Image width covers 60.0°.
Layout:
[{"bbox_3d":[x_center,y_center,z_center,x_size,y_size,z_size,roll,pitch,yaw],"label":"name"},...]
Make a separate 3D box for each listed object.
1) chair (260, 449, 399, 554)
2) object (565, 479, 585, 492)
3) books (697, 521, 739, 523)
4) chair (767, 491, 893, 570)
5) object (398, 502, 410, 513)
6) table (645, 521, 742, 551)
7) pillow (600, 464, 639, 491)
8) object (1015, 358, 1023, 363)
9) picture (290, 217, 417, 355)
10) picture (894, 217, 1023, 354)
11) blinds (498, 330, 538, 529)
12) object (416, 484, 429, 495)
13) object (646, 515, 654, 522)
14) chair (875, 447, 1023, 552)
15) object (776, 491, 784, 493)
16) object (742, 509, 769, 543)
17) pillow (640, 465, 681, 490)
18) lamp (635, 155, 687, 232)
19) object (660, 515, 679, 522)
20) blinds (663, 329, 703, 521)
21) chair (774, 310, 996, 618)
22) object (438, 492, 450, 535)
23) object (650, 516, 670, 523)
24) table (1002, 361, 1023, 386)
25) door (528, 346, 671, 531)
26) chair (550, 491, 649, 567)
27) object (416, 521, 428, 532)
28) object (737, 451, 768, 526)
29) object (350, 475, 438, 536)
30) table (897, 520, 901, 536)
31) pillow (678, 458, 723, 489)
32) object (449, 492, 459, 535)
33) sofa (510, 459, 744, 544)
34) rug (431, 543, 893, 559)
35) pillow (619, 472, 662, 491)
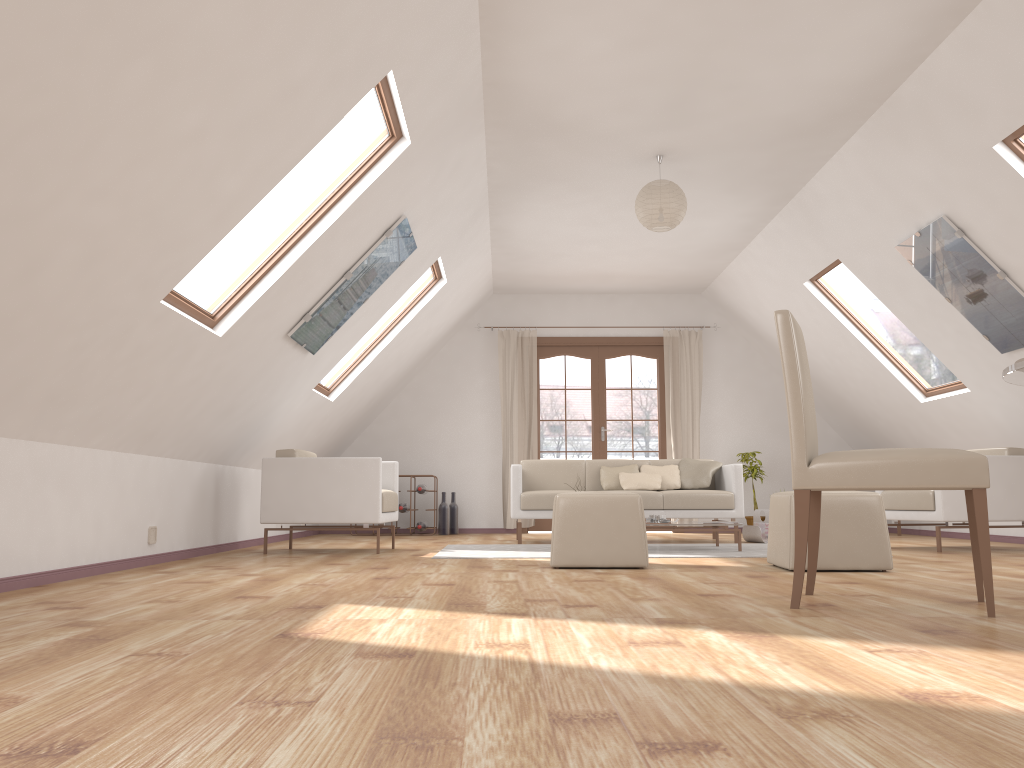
[{"bbox_3d":[-1.247,0.818,6.237,0.820,0.706,0.748,0,-7,2],"label":"chair"},{"bbox_3d":[0.474,0.806,6.330,0.123,0.359,0.184,-7,-10,41],"label":"object"},{"bbox_3d":[1.431,0.969,6.226,0.280,0.005,0.192,1,-8,-8],"label":"books"},{"bbox_3d":[1.604,0.741,4.542,0.506,0.394,0.506,-1,-7,3],"label":"chair"},{"bbox_3d":[-1.111,1.265,9.057,0.109,0.109,0.435,0,-7,-1],"label":"object"},{"bbox_3d":[0.943,1.072,6.242,1.173,0.190,0.730,0,-7,-1],"label":"table"},{"bbox_3d":[0.938,0.806,7.663,0.351,0.235,0.185,-1,-7,3],"label":"pillow"},{"bbox_3d":[1.739,-0.069,2.833,0.228,0.020,0.228,-3,-8,22],"label":"object"},{"bbox_3d":[-0.975,-0.598,5.614,0.683,0.738,0.650,0,-7,-1],"label":"picture"},{"bbox_3d":[2.939,-0.606,5.652,0.683,0.738,0.650,0,-7,-1],"label":"picture"},{"bbox_3d":[0.060,0.472,9.489,0.423,2.130,0.120,0,-7,-3],"label":"blinds"},{"bbox_3d":[-0.925,1.078,9.085,0.109,0.109,0.435,0,-7,-1],"label":"object"},{"bbox_3d":[1.021,0.970,6.402,0.064,0.052,0.143,-4,-9,29],"label":"object"},{"bbox_3d":[3.139,0.808,6.268,0.820,0.706,0.748,1,-8,-11],"label":"chair"},{"bbox_3d":[2.729,1.274,8.965,0.234,0.480,0.209,5,-9,-34],"label":"object"},{"bbox_3d":[2.060,1.164,7.274,0.212,0.267,0.315,2,-8,-13],"label":"object"},{"bbox_3d":[1.279,0.806,7.662,0.351,0.225,0.196,-1,-7,4],"label":"pillow"},{"bbox_3d":[0.976,-1.258,5.829,0.340,0.497,0.340,-6,-10,38],"label":"lamp"},{"bbox_3d":[1.103,0.952,6.265,0.143,0.052,0.064,0,-7,-1],"label":"object"},{"bbox_3d":[1.859,0.461,9.468,0.424,2.129,0.123,1,-8,-6],"label":"blinds"},{"bbox_3d":[1.255,0.243,3.024,0.618,0.999,0.477,-4,-8,24],"label":"chair"},{"bbox_3d":[-0.694,1.323,9.040,0.115,0.443,0.120,1,-8,-6],"label":"object"},{"bbox_3d":[1.024,0.935,6.126,0.064,0.051,0.143,4,-9,-30],"label":"object"},{"bbox_3d":[2.172,0.303,2.640,1.198,0.770,1.198,-3,-8,20],"label":"table"},{"bbox_3d":[0.946,0.575,9.577,1.546,2.001,0.098,0,-7,-1],"label":"door"},{"bbox_3d":[0.461,0.775,4.770,0.506,0.394,0.506,-1,-7,4],"label":"chair"},{"bbox_3d":[-0.923,1.450,9.034,0.109,0.109,0.435,0,-7,-1],"label":"object"},{"bbox_3d":[2.494,1.123,9.233,0.311,0.846,0.307,1,-8,-8],"label":"object"},{"bbox_3d":[-1.202,1.243,9.102,0.854,0.608,0.417,0,-7,-1],"label":"object"},{"bbox_3d":[3.388,1.311,8.897,0.730,0.390,0.773,0,-7,-2],"label":"table"},{"bbox_3d":[1.593,0.766,7.625,0.269,0.276,0.424,6,-10,-40],"label":"pillow"},{"bbox_3d":[-0.612,1.350,9.248,0.115,0.443,0.120,1,-8,-6],"label":"object"},{"bbox_3d":[0.930,0.981,7.535,1.880,0.706,0.820,0,-7,-1],"label":"sofa"},{"bbox_3d":[0.905,1.154,6.163,2.800,0.007,1.600,0,-7,-1],"label":"rug"},{"bbox_3d":[1.091,0.829,7.510,0.363,0.170,0.227,-1,-7,5],"label":"pillow"}]
